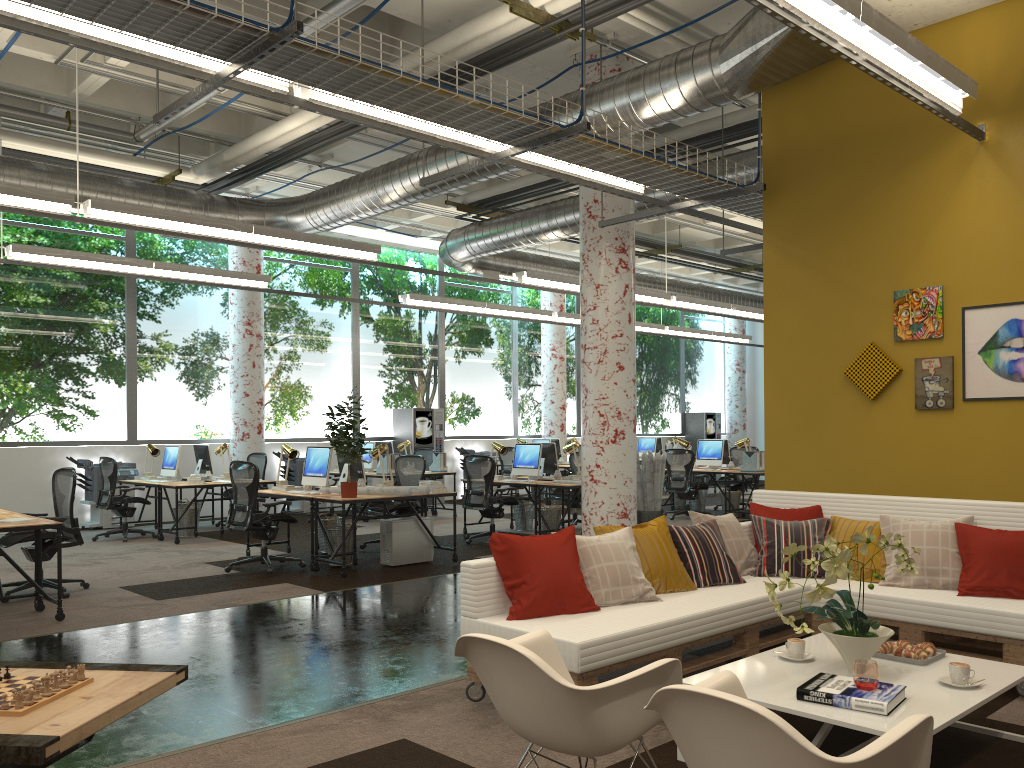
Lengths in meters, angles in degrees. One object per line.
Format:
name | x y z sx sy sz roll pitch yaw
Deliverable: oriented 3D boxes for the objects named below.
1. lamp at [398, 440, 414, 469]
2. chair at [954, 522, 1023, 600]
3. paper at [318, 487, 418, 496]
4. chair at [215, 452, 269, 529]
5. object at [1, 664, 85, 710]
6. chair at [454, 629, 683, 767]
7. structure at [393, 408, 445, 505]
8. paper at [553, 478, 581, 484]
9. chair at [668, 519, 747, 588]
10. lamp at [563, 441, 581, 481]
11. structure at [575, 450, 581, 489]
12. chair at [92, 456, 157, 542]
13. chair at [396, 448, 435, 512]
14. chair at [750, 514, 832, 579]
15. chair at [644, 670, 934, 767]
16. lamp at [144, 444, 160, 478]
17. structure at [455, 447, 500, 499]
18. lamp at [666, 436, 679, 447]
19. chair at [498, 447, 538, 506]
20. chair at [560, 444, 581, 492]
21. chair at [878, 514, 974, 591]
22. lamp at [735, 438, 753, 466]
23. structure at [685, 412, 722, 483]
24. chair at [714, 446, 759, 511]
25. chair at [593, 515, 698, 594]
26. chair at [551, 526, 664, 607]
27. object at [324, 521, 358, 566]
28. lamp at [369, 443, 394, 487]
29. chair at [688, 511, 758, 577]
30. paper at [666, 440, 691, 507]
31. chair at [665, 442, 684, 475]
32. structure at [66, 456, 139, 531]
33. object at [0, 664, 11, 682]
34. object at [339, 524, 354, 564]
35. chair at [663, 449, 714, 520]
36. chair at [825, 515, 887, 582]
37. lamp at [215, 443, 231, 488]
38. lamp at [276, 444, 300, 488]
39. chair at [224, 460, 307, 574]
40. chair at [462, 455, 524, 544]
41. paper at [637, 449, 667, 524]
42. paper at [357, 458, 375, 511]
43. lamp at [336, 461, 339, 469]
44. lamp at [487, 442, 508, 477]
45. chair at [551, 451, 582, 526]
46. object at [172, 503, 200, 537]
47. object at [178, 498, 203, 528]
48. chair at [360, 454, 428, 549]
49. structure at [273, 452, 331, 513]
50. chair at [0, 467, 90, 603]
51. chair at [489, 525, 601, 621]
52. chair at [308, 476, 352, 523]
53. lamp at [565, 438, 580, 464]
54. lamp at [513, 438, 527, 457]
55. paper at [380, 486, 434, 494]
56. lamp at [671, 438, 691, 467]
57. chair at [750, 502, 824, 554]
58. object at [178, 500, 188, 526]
lamp | -1.682 1.218 14.330 0.219 0.610 0.528 0 -1 -24
chair | 2.739 0.988 4.895 0.519 0.395 0.335 -1 -1 24
paper | -1.464 1.066 8.860 1.134 0.082 0.083 -2 -2 21
chair | -3.906 1.550 12.992 0.770 1.085 0.792 -1 -1 30
object | -1.102 0.704 2.093 0.056 0.053 0.251 -1 -3 7
chair | 0.191 1.161 2.954 0.794 0.753 0.614 1 -2 -43
structure | -1.760 1.372 16.812 0.750 1.810 0.638 0 0 -43
paper | 0.880 1.201 10.993 0.568 0.061 0.626 -3 -4 44
chair | 1.133 1.040 5.356 0.523 0.408 0.341 1 -2 -28
lamp | 0.862 1.058 11.639 0.209 0.610 0.528 0 -1 -24
structure | 1.726 1.895 20.103 1.058 1.057 0.503 1 -1 -43
chair | -5.099 1.486 11.611 0.770 1.085 0.792 -1 -1 30
chair | -1.634 1.646 15.136 0.770 1.085 0.792 -1 -1 30
chair | 1.782 1.046 5.643 0.516 0.392 0.358 -1 -1 16
chair | 0.737 1.126 2.376 0.794 0.753 0.614 1 -2 -43
lamp | -5.056 1.143 12.416 0.219 0.610 0.528 0 -1 -24
structure | -0.636 1.796 17.873 1.058 1.057 0.503 1 -1 -43
lamp | 3.579 1.440 19.296 0.219 0.610 0.528 0 -1 -24
chair | 0.072 1.704 16.492 0.770 1.085 0.792 -1 -1 30
chair | 1.265 1.768 17.872 0.770 1.085 0.792 -1 -1 30
chair | 2.434 0.987 5.195 0.526 0.428 0.312 -1 -1 25
lamp | 3.828 1.175 14.301 0.219 0.610 0.528 0 -1 -24
structure | 5.028 1.658 23.220 0.750 1.810 0.638 0 0 -43
chair | 3.877 1.603 15.107 0.770 1.085 0.792 -1 -1 30
chair | 0.770 0.996 5.097 0.546 0.438 0.316 1 -1 -31
chair | 0.514 1.001 4.813 0.525 0.401 0.332 0 -1 -24
object | -1.759 1.629 9.070 0.359 0.435 0.353 -2 -2 43
lamp | -1.371 0.937 9.439 0.209 0.610 0.528 0 -1 -24
chair | 1.385 1.026 5.690 0.545 0.437 0.335 1 -2 -38
paper | 2.887 1.568 15.439 0.440 1.198 0.412 -1 0 25
chair | 3.627 1.867 20.102 0.770 1.085 0.792 -1 -1 30
structure | -5.888 1.574 12.912 1.058 1.057 0.503 1 -1 -43
object | -1.302 0.707 2.117 0.056 0.053 0.250 -1 -3 7
object | -1.699 1.645 9.121 0.119 0.403 0.235 0 -1 -43
chair | 2.684 1.539 13.726 0.770 1.085 0.792 -1 -1 30
chair | 2.161 1.036 5.499 0.521 0.381 0.366 -2 -2 43
lamp | -3.959 1.123 12.184 0.209 0.610 0.528 0 -1 -24
lamp | -2.468 0.958 9.672 0.219 0.610 0.528 0 -1 -24
chair | -2.510 1.301 8.867 0.770 1.085 0.792 -1 -1 30
chair | -0.278 1.421 11.066 0.770 1.085 0.792 -1 -1 30
paper | 1.670 1.341 10.942 0.440 1.198 0.412 -1 0 25
paper | -2.624 1.611 15.468 0.440 1.198 0.412 -1 0 25
lamp | -2.780 1.239 14.563 0.209 0.610 0.528 0 -1 -24
lamp | -0.231 1.078 11.874 0.209 0.610 0.528 0 -1 -24
chair | 0.915 1.485 12.447 0.770 1.085 0.792 -1 -1 30
object | -4.348 1.815 11.814 0.359 0.435 0.353 -2 -2 43
object | -4.652 1.868 12.789 0.359 0.435 0.353 -2 -2 43
chair | -1.318 1.365 10.248 0.770 1.085 0.792 -1 -1 30
structure | -3.535 1.674 15.137 1.058 1.057 0.503 1 -1 -43
chair | -4.055 1.269 7.625 0.770 1.085 0.792 -1 -1 30
chair | 0.155 0.968 4.537 0.534 0.444 0.301 0 -1 -27
chair | -2.827 1.582 13.755 0.770 1.085 0.792 -1 -1 30
lamp | 1.216 1.340 17.066 0.219 0.610 0.528 0 -1 -24
lamp | 0.115 1.361 17.297 0.219 0.610 0.528 0 -1 -24
paper | -1.342 1.071 8.974 1.134 0.082 0.083 -1 -2 11
lamp | 2.727 1.196 14.532 0.219 0.610 0.528 0 -1 -24
chair | 1.848 1.021 5.932 0.534 0.437 0.287 -1 -1 19
object | -4.713 1.879 12.738 0.119 0.403 0.235 0 -1 -43
